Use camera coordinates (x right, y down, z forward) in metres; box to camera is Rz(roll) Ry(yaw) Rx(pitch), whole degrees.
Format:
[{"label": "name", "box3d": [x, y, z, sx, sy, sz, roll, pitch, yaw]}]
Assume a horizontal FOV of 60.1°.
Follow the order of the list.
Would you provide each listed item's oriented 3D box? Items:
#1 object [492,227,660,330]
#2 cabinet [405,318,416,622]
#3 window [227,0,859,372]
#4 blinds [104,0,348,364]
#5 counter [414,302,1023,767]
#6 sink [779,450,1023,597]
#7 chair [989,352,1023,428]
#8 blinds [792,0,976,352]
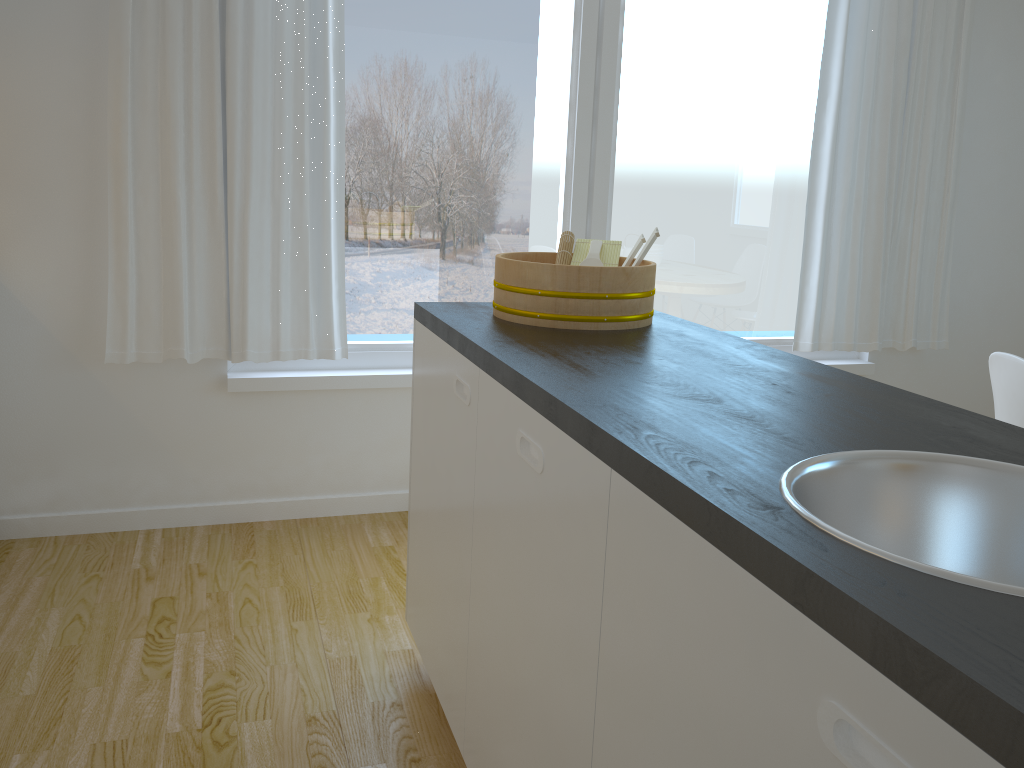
[{"label": "object", "box3d": [0.152, -0.267, 2.098, 0.379, 0.212, 0.434, 5, 12, 9]}, {"label": "cabinet", "box3d": [0.388, 0.540, 1.267, 0.601, 0.900, 2.428, -1, 13, -18]}, {"label": "window", "box3d": [0.308, -1.025, 3.477, 2.727, 1.899, 0.089, -1, 10, -18]}, {"label": "blinds", "box3d": [-0.905, -1.125, 2.845, 0.795, 2.138, 0.151, -1, 10, -19]}, {"label": "counter", "box3d": [0.410, 0.077, 1.191, 0.601, 0.040, 2.428, -1, 13, -18]}, {"label": "sink", "box3d": [0.472, 0.201, 0.894, 0.405, 0.155, 0.408, 8, 13, 23]}, {"label": "chair", "box3d": [1.448, 0.384, 2.200, 0.523, 0.892, 0.434, 3, 10, 1]}, {"label": "blinds", "box3d": [1.627, -1.193, 3.676, 0.795, 2.138, 0.151, 0, 10, -18]}]
